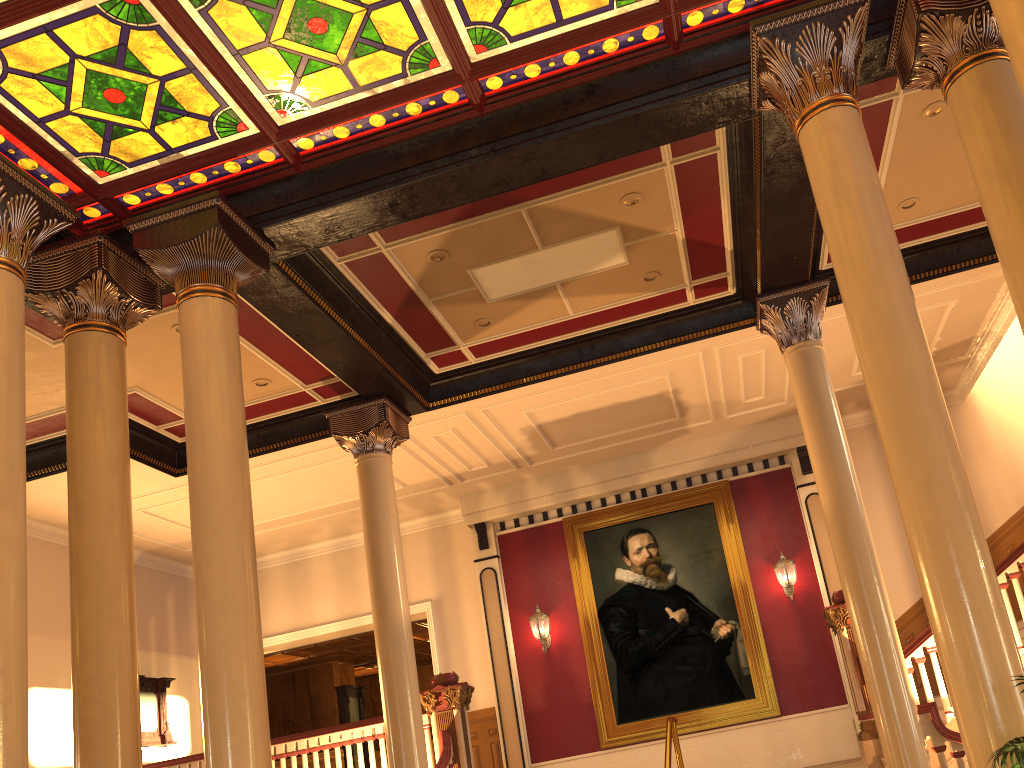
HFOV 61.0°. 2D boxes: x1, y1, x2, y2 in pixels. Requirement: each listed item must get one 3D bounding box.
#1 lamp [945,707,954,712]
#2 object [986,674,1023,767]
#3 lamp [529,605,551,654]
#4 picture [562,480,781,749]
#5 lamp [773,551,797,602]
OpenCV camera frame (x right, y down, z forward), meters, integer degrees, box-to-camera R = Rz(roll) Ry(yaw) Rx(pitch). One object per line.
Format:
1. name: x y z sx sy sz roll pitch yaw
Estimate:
1. lamp: 4.222 3.679 7.315 0.574 1.921 0.613 -19 -18 28
2. object: 2.332 2.079 3.163 1.069 2.053 1.097 0 -20 -29
3. lamp: 0.432 3.584 12.685 0.316 0.697 0.417 -13 -18 11
4. picture: 2.215 3.279 12.517 2.527 3.295 0.058 -13 -15 10
5. lamp: 3.831 2.691 12.121 0.316 0.697 0.417 -13 -18 11
